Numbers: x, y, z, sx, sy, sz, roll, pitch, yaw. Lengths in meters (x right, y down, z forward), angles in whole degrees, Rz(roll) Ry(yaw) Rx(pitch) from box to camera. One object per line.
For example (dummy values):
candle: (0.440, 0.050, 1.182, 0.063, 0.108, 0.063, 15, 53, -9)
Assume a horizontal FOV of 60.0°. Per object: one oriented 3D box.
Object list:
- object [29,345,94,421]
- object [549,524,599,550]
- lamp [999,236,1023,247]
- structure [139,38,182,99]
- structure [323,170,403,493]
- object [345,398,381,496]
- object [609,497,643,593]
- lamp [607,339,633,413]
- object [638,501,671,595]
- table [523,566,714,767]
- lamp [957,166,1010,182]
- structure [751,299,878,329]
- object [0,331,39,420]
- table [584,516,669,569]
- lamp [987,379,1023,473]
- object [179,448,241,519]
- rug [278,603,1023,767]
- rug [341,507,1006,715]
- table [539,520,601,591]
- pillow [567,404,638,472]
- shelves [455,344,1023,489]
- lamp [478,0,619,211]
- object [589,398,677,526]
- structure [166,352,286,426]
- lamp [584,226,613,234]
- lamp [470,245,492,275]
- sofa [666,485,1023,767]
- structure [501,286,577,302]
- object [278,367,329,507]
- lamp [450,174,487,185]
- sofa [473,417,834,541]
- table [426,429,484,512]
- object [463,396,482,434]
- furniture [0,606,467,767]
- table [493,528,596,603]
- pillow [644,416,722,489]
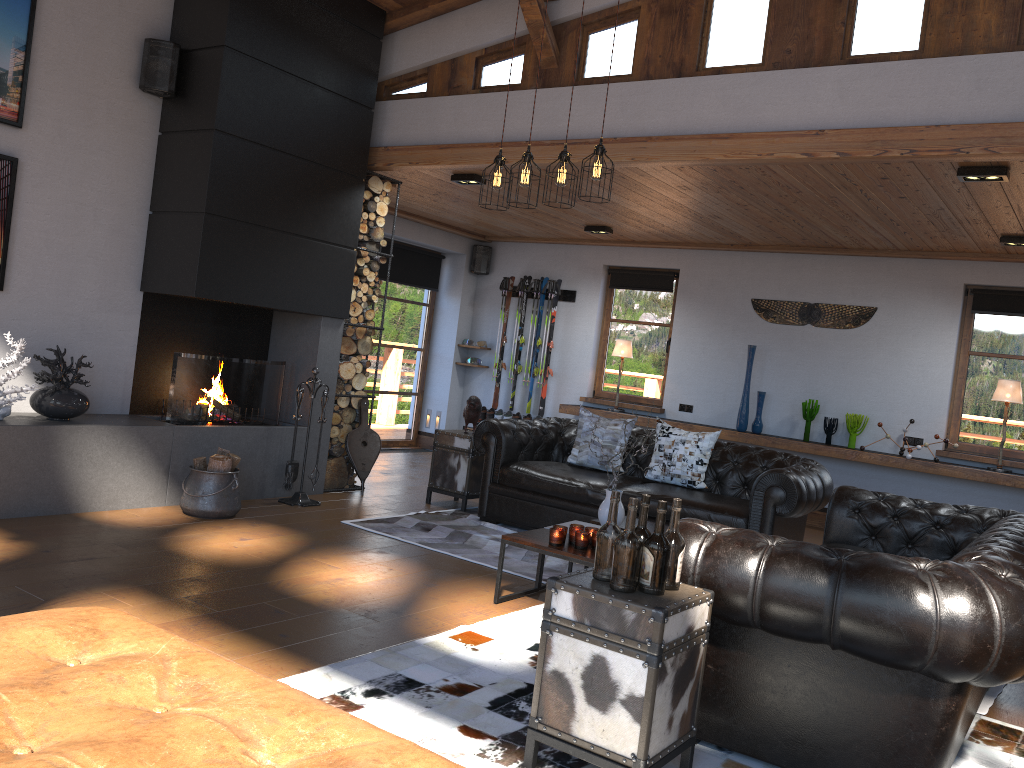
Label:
object: (-2.793, -0.007, 5.499, 0.345, 0.455, 0.330, 6, 1, -30)
object: (0.316, 0.782, 4.555, 0.304, 0.081, 0.245, 7, 2, -17)
lamp: (3.968, -1.121, 6.929, 0.258, 0.068, 0.157, 8, 2, 34)
structure: (-2.383, -2.142, 6.013, 0.211, 0.349, 0.216, 8, 1, 34)
structure: (-1.428, -0.445, 7.410, 0.506, 2.616, 0.507, 8, 1, 34)
object: (-1.238, 0.508, 7.329, 0.262, 0.795, 0.269, 7, 1, 18)
object: (0.360, 0.494, 2.740, 0.088, 0.286, 0.086, 6, 1, -43)
lamp: (1.260, 0.260, 9.879, 0.243, 1.481, 0.639, 8, 1, 38)
object: (0.451, 0.505, 2.758, 0.088, 0.286, 0.087, 7, 1, -16)
table: (0.346, 0.936, 2.824, 0.413, 0.609, 0.410, 8, 1, 34)
lamp: (2.726, -1.219, 5.123, 0.258, 0.068, 0.157, 8, 2, 34)
structure: (2.924, -0.686, 8.720, 1.235, 0.239, 0.099, 8, 2, 34)
object: (-2.986, -0.046, 5.100, 0.427, 0.532, 0.259, 7, 1, 3)
table: (0.823, 1.039, 5.285, 0.643, 0.350, 0.404, 8, 2, 39)
lamp: (4.268, 0.705, 7.793, 0.244, 1.481, 0.638, 8, 1, 26)
object: (-1.960, 0.648, 5.819, 0.388, 0.431, 0.380, 6, 1, -29)
rug: (0.246, 1.207, 2.705, 2.407, 0.053, 3.849, 8, 2, 35)
rug: (1.142, 1.216, 5.920, 4.002, 0.053, 2.458, 8, 2, 35)
table: (0.534, 1.014, 4.926, 0.644, 0.350, 0.404, 8, 2, 29)
pillow: (0.700, 0.420, 6.903, 0.523, 0.469, 0.286, 8, 2, 37)
shelves: (2.019, 0.401, 9.159, 6.575, 0.988, 0.619, 8, 2, 35)
lamp: (0.289, -2.083, 4.995, 0.796, 2.201, 0.264, 8, 1, 25)
object: (0.603, 0.441, 4.869, 0.411, 0.808, 0.613, 6, 2, -45)
structure: (-2.003, 0.068, 6.454, 0.181, 0.514, 0.993, 8, 2, 34)
lamp: (0.884, -1.576, 9.037, 0.258, 0.068, 0.157, 8, 2, 34)
lamp: (-0.383, -1.528, 10.933, 0.211, 0.349, 0.216, 8, 1, 34)
sofa: (1.654, 0.953, 3.809, 1.227, 0.838, 2.593, 8, 2, 34)
structure: (0.236, -1.082, 10.446, 1.040, 0.135, 0.322, 8, 2, 34)
object: (-1.513, 0.380, 6.568, 0.309, 1.017, 0.306, 7, 1, -10)
lamp: (-0.353, -1.674, 7.230, 0.258, 0.068, 0.157, 8, 2, 34)
sofa: (1.025, 0.784, 6.598, 2.540, 0.838, 1.252, 8, 2, 34)
table: (-0.392, 0.700, 7.271, 0.413, 0.609, 0.410, 8, 1, 34)
object: (-0.322, 0.250, 7.243, 0.150, 0.319, 0.247, 7, 1, -14)
furniture: (-0.633, 0.934, 1.736, 2.731, 0.436, 1.188, 8, 2, 34)
table: (0.303, 0.998, 4.547, 0.643, 0.350, 0.404, 8, 2, 34)
pillow: (1.251, 0.502, 6.526, 0.523, 0.469, 0.286, 8, 2, 37)
